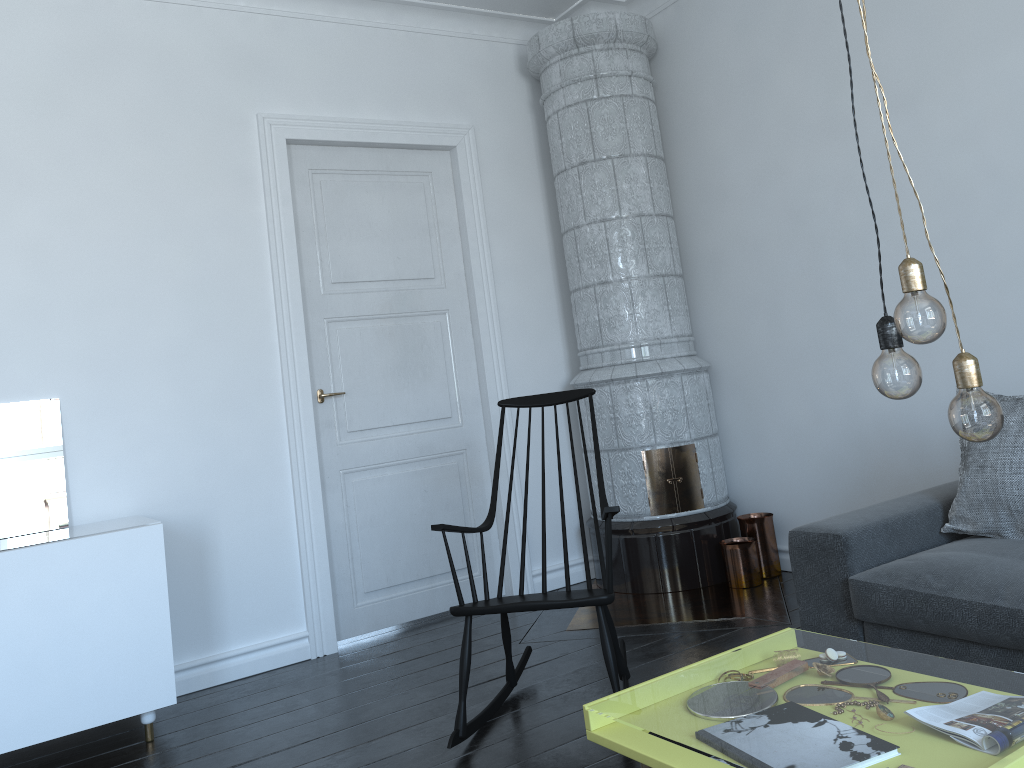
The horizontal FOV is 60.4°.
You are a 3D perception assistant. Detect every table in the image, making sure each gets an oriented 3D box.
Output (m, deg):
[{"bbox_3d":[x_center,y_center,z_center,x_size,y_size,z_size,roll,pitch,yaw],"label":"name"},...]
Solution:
[{"bbox_3d":[0.782,0.744,1.282,0.603,0.404,1.382,-6,-2,-32],"label":"table"}]

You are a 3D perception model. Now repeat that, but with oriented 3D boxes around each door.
[{"bbox_3d":[-0.567,-0.098,4.334,1.173,2.509,0.114,-4,-8,-32],"label":"door"}]

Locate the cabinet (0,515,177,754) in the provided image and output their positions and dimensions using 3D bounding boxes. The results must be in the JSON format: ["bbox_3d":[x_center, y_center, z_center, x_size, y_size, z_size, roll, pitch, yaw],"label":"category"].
[{"bbox_3d":[-1.826,0.939,2.959,1.206,0.745,0.581,-6,-5,-32],"label":"cabinet"}]

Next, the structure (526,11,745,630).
[{"bbox_3d":[0.560,-0.459,4.454,0.775,2.930,1.258,-9,-6,13],"label":"structure"}]

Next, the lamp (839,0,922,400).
[{"bbox_3d":[0.520,-0.722,1.491,0.074,1.518,0.085,-10,-8,19],"label":"lamp"}]

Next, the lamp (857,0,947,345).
[{"bbox_3d":[0.533,-0.807,1.441,0.074,1.518,0.073,-9,-7,15],"label":"lamp"}]

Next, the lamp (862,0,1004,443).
[{"bbox_3d":[0.592,-0.659,1.405,0.089,1.518,0.073,-6,-7,-8],"label":"lamp"}]

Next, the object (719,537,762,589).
[{"bbox_3d":[1.074,0.837,4.123,0.172,0.202,0.172,-4,-6,-42],"label":"object"}]

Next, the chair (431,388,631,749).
[{"bbox_3d":[0.108,0.546,2.983,0.610,1.018,0.899,-9,-4,13],"label":"chair"}]

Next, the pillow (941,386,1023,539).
[{"bbox_3d":[2.014,0.183,2.105,0.480,0.498,2.028,-5,-2,-28],"label":"pillow"}]

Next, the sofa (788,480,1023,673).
[{"bbox_3d":[1.921,0.436,2.073,1.088,0.732,2.341,-6,-2,-32],"label":"sofa"}]

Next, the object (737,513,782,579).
[{"bbox_3d":[1.198,0.781,4.258,0.176,0.285,0.170,-4,-6,-32],"label":"object"}]

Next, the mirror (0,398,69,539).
[{"bbox_3d":[-2.055,0.342,3.275,0.699,0.509,0.053,-6,-7,-32],"label":"mirror"}]
